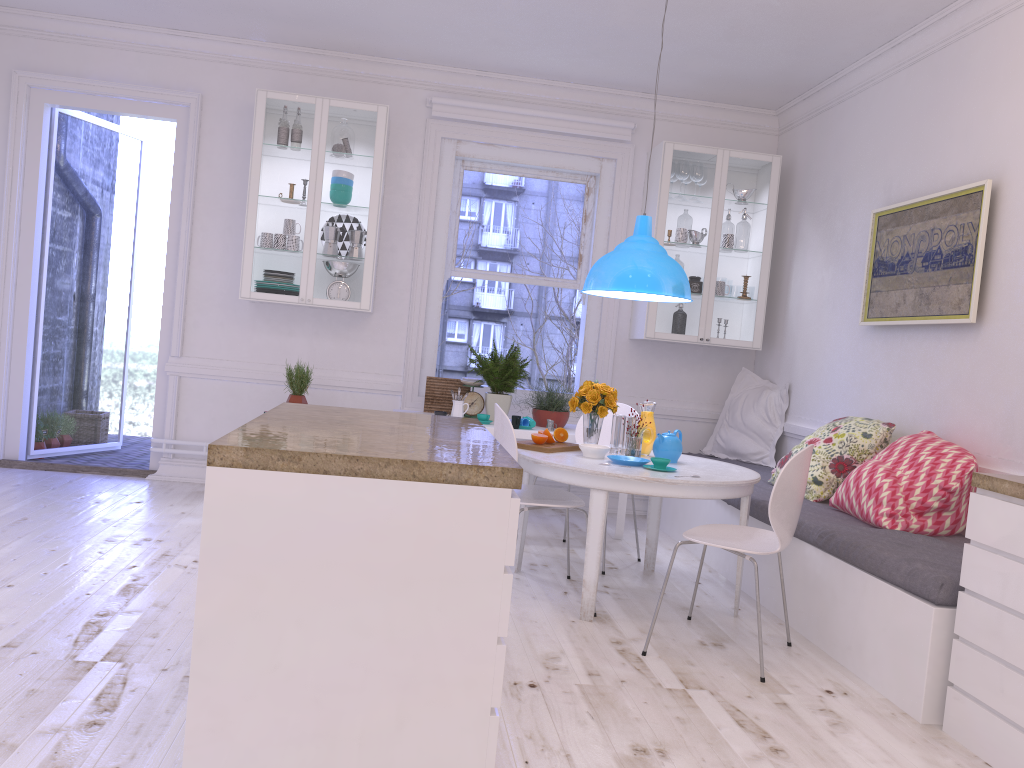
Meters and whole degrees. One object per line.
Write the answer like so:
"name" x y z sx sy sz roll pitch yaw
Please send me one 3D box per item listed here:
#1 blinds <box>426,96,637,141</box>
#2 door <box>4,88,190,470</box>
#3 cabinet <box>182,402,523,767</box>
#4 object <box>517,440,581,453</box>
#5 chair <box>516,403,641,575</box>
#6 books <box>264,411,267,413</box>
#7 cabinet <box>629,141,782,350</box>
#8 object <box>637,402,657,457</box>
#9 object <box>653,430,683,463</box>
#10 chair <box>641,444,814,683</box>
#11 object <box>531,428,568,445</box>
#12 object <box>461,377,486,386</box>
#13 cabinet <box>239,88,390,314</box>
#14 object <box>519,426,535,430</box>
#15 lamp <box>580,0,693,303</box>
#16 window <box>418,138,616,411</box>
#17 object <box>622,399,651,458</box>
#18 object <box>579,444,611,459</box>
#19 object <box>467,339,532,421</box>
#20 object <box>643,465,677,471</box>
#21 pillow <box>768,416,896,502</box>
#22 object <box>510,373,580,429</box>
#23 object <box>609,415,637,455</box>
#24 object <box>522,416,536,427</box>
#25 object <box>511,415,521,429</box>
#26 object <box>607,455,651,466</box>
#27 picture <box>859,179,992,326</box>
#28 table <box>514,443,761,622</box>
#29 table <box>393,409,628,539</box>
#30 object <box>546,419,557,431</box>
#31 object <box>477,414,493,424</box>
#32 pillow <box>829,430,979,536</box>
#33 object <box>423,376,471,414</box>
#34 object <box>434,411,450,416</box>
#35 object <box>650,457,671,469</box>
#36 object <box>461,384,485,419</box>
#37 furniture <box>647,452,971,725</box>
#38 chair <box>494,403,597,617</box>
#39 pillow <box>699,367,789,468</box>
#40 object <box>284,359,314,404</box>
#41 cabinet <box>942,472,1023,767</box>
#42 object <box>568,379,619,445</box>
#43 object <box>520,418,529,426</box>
"blinds" 0.141 -1.805 6.050 1.451 0.131 0.136 5 2 -7
"door" -2.802 -0.675 6.371 1.009 2.474 1.021 5 2 -7
"cabinet" -0.410 0.540 2.451 0.654 0.842 1.167 5 2 -7
"object" 0.169 0.298 4.273 0.224 0.024 0.347 7 3 33
"chair" 0.417 0.519 4.826 0.604 0.845 0.483 7 3 38
"books" -1.402 0.186 5.573 0.246 0.007 0.180 6 3 23
"cabinet" 1.322 -0.925 6.091 0.823 1.311 0.425 5 2 -7
"object" 0.658 0.220 4.345 0.094 0.267 0.116 6 3 19
"object" 0.741 0.291 4.191 0.156 0.151 0.150 5 2 -4
"chair" 0.873 0.621 3.448 0.483 0.845 0.604 7 3 28
"object" 0.162 0.247 4.294 0.129 0.075 0.285 7 3 29
"object" -0.253 -0.013 5.757 0.164 0.047 0.163 8 3 42
"cabinet" -1.266 -1.158 5.758 0.823 1.311 0.425 5 2 -7
"object" 0.077 0.257 5.306 0.121 0.021 0.121 7 3 33
"lamp" 0.721 -1.408 4.442 0.568 1.948 0.568 7 3 27
"window" 0.028 -0.750 6.282 1.234 1.782 0.181 5 2 -7
"object" 0.586 0.211 4.140 0.128 0.287 0.128 5 2 -6
"object" 0.379 0.311 4.095 0.147 0.052 0.147 7 3 35
"object" -0.087 -0.027 5.650 0.438 0.527 0.368 5 2 -7
"object" 0.642 0.367 3.851 0.147 0.011 0.147 5 2 -5
"pillow" 1.674 0.381 4.596 0.509 0.447 0.592 5 2 -2
"object" 0.269 0.107 5.604 0.668 0.367 0.531 6 2 17
"object" 0.546 0.249 4.358 0.101 0.186 0.122 6 3 23
"object" 0.100 0.226 5.316 0.069 0.059 0.082 4 3 -29
"object" 0.021 0.226 5.233 0.055 0.077 0.070 6 3 18
"object" 0.521 0.344 3.963 0.196 0.023 0.196 5 3 -20
"picture" 1.997 -0.607 4.363 0.020 0.629 0.971 5 2 -7
"table" 0.543 0.667 4.147 1.140 0.629 1.140 6 3 21
"table" -0.017 0.559 5.566 1.514 0.619 0.736 5 2 -7
"object" 0.236 0.248 5.326 0.066 0.067 0.052 5 2 -7
"object" -0.174 0.213 5.382 0.121 0.055 0.121 7 3 33
"pillow" 1.755 0.422 3.918 0.491 0.424 0.587 5 2 -5
"object" -0.425 0.080 5.838 0.294 0.237 0.028 5 2 -7
"object" -0.433 0.192 5.381 0.082 0.048 0.079 8 3 42
"object" 0.644 0.346 3.850 0.088 0.043 0.088 5 2 0
"object" -0.259 0.114 5.753 0.159 0.208 0.185 5 2 -7
"furniture" 1.488 0.801 4.563 0.769 0.508 3.296 5 2 -7
"chair" 0.123 0.526 3.991 0.483 0.845 0.604 5 2 -7
"pillow" 1.617 0.210 6.024 0.374 0.642 0.677 4 3 -37
"object" -1.331 0.005 5.562 0.196 0.367 0.186 7 3 38
"cabinet" 1.815 0.756 2.372 0.654 0.842 1.036 5 2 -7
"object" 0.403 0.153 4.344 0.234 0.351 0.235 3 3 -42
"object" 0.065 0.230 5.299 0.069 0.058 0.080 4 3 -34
